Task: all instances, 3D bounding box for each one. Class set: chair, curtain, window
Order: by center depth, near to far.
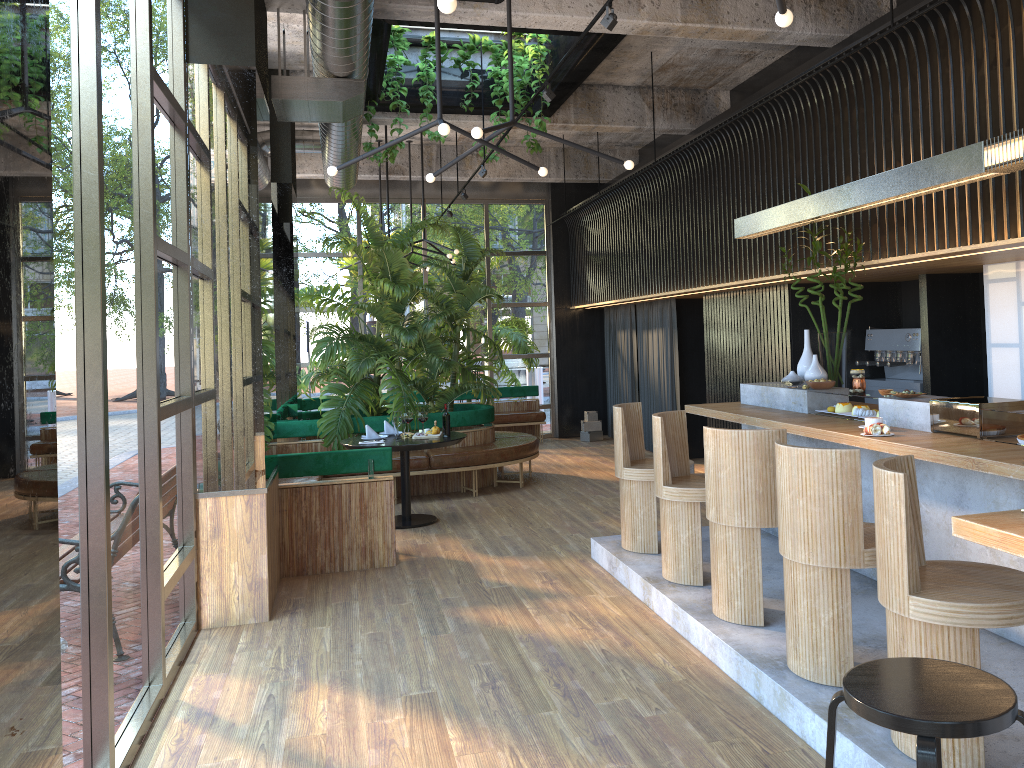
[{"bbox_3d":[1.057,1.111,2.229,0.530,0.696,0.499,-2,0,-17],"label":"chair"},{"bbox_3d":[1.563,0.766,3.096,0.523,0.969,0.571,-2,0,34],"label":"chair"},{"bbox_3d":[1.434,0.731,3.840,0.522,0.969,0.573,-2,0,37],"label":"chair"},{"bbox_3d":[0.356,-1.851,3.911,4.241,6.489,19.902,-2,3,-11],"label":"window"},{"bbox_3d":[1.287,0.695,4.624,0.539,0.969,0.555,-2,0,11],"label":"chair"},{"bbox_3d":[1.132,0.662,5.341,0.574,0.969,0.521,-2,0,-38],"label":"chair"},{"bbox_3d":[0.984,0.626,6.120,0.551,0.969,0.543,-2,0,-3],"label":"chair"},{"bbox_3d":[1.765,-0.139,12.486,0.124,2.057,3.200,-2,2,-11],"label":"curtain"}]

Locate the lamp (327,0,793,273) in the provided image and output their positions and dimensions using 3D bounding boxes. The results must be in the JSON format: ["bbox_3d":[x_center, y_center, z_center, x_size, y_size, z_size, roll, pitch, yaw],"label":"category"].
[{"bbox_3d":[1.603,-2.203,4.513,5.210,1.822,18.476,-2,3,-11],"label":"lamp"}]

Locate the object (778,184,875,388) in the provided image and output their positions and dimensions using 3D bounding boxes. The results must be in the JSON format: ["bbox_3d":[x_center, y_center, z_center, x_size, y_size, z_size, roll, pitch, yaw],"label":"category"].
[{"bbox_3d":[2.192,-0.610,6.159,0.649,1.549,0.606,-2,-1,25],"label":"object"}]

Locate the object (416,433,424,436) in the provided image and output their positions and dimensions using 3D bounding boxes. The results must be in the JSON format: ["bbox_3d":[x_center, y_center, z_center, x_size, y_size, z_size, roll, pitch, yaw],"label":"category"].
[{"bbox_3d":[-0.812,0.447,7.949,0.104,0.013,0.218,-2,3,-7],"label":"object"}]

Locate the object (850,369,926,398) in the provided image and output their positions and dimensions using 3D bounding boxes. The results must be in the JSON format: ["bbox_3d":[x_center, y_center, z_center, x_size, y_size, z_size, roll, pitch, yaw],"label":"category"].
[{"bbox_3d":[2.160,-0.005,5.273,0.214,0.134,0.793,-2,3,-4],"label":"object"}]

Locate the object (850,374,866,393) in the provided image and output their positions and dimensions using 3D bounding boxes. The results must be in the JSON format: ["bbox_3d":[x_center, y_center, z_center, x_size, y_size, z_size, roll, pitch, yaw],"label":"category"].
[{"bbox_3d":[2.149,-0.005,5.528,0.086,0.106,0.160,-2,2,34],"label":"object"}]

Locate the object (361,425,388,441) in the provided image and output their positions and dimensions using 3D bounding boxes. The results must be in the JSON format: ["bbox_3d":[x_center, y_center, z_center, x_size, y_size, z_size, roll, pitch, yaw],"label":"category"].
[{"bbox_3d":[-1.221,0.427,7.870,0.243,0.139,0.223,-3,2,-29],"label":"object"}]

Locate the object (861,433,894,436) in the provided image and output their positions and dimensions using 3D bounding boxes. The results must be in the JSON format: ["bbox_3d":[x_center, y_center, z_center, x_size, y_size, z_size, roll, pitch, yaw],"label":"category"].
[{"bbox_3d":[1.873,0.258,4.550,0.168,0.005,0.166,-2,3,-1],"label":"object"}]

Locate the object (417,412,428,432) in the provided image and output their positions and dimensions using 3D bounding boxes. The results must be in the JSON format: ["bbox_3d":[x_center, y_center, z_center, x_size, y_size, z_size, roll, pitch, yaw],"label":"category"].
[{"bbox_3d":[-0.821,0.360,8.184,0.106,0.201,0.098,-2,-1,-24],"label":"object"}]

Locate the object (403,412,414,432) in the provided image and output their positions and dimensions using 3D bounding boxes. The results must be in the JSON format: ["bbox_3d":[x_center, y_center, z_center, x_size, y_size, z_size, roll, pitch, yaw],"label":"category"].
[{"bbox_3d":[-0.957,0.365,8.190,0.106,0.201,0.098,-2,-1,-24],"label":"object"}]

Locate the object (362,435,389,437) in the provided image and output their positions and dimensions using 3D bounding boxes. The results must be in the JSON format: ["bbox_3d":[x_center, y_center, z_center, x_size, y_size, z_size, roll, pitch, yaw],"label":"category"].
[{"bbox_3d":[-1.265,0.470,8.109,0.243,0.019,0.165,0,4,37],"label":"object"}]

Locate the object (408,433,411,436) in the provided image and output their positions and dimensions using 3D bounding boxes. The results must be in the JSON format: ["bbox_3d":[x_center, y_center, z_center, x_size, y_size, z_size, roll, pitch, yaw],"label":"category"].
[{"bbox_3d":[-0.917,0.458,8.000,0.033,0.032,0.036,-2,1,-15],"label":"object"}]

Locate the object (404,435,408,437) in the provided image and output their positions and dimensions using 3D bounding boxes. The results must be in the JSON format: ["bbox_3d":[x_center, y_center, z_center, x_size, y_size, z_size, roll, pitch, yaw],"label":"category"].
[{"bbox_3d":[-0.952,0.467,7.962,0.033,0.019,0.037,-2,2,0],"label":"object"}]

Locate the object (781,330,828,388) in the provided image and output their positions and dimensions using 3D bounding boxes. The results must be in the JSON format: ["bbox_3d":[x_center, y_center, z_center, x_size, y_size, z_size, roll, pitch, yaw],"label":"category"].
[{"bbox_3d":[2.038,-0.175,6.121,0.305,0.397,0.331,-2,0,36],"label":"object"}]

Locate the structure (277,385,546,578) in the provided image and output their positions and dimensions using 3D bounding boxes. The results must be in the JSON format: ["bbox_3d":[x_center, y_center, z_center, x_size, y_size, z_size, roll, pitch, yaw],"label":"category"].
[{"bbox_3d":[1.532,0.571,4.166,6.178,1.548,19.660,-3,3,-11],"label":"structure"}]

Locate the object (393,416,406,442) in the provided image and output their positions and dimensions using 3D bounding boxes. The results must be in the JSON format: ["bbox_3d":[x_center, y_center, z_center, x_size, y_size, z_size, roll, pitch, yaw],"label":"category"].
[{"bbox_3d":[-0.972,0.389,7.668,0.102,0.209,0.109,-2,0,22],"label":"object"}]

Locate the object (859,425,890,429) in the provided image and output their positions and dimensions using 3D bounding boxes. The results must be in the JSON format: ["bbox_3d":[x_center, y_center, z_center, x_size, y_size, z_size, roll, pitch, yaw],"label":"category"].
[{"bbox_3d":[1.943,0.238,4.762,0.165,0.020,0.156,-3,3,-16],"label":"object"}]

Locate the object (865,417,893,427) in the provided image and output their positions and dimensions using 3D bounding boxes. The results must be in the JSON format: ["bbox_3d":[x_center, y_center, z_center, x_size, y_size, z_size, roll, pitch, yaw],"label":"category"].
[{"bbox_3d":[1.963,0.208,4.767,0.138,0.064,0.106,-3,2,-34],"label":"object"}]

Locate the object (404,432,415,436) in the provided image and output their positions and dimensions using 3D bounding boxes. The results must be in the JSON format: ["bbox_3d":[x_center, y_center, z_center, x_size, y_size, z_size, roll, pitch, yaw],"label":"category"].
[{"bbox_3d":[-0.934,0.457,8.060,0.099,0.028,0.127,-2,3,2],"label":"object"}]

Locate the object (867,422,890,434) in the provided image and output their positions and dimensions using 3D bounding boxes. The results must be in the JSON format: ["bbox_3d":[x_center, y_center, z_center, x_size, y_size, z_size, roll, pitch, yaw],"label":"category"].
[{"bbox_3d":[1.886,0.228,4.559,0.073,0.060,0.125,-3,2,-44],"label":"object"}]

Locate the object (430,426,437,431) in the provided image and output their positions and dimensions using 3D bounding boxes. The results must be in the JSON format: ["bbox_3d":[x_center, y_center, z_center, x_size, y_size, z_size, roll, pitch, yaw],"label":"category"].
[{"bbox_3d":[-0.717,0.422,8.176,0.060,0.072,0.204,-2,2,-21],"label":"object"}]

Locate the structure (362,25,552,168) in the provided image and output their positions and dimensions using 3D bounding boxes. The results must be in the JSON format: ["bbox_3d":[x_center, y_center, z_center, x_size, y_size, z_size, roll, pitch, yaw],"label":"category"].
[{"bbox_3d":[-0.433,-2.932,9.051,2.122,1.516,1.446,-2,1,15],"label":"structure"}]

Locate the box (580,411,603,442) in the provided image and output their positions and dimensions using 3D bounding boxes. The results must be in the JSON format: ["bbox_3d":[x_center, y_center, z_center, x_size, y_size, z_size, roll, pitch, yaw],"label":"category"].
[{"bbox_3d":[1.206,0.637,13.495,0.344,0.442,0.270,-2,0,-24],"label":"box"}]

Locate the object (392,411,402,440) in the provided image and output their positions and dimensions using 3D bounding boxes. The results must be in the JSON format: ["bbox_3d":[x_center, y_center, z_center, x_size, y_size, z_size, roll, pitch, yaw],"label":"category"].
[{"bbox_3d":[-1.011,0.363,7.828,0.097,0.245,0.088,-1,-1,-30],"label":"object"}]

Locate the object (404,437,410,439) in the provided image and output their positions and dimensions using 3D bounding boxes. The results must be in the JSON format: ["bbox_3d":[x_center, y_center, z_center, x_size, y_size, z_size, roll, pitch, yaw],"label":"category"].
[{"bbox_3d":[-0.930,0.475,7.864,0.063,0.013,0.144,-3,3,-17],"label":"object"}]

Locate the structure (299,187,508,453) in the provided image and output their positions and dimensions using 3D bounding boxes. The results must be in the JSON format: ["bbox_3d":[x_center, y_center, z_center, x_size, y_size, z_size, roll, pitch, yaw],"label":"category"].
[{"bbox_3d":[-1.258,-0.540,10.218,2.531,3.436,2.563,-2,0,-28],"label":"structure"}]

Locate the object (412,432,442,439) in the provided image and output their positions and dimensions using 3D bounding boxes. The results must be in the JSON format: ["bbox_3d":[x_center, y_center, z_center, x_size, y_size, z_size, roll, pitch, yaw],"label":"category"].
[{"bbox_3d":[-0.756,0.460,7.967,0.241,0.019,0.351,-2,3,-2],"label":"object"}]

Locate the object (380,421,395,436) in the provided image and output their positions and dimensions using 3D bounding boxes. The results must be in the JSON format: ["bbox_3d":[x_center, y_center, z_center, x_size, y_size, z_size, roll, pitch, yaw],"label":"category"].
[{"bbox_3d":[-1.111,0.404,8.229,0.243,0.139,0.223,-3,2,-29],"label":"object"}]

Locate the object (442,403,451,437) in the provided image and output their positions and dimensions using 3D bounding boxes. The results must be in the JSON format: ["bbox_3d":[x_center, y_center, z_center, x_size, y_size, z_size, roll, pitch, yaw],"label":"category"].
[{"bbox_3d":[-0.583,0.319,7.880,0.068,0.299,0.068,-2,-1,3],"label":"object"}]

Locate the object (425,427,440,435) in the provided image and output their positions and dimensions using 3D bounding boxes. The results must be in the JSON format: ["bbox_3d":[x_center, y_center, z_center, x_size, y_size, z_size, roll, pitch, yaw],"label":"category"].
[{"bbox_3d":[-0.710,0.416,7.976,0.100,0.064,0.161,-4,3,-42],"label":"object"}]

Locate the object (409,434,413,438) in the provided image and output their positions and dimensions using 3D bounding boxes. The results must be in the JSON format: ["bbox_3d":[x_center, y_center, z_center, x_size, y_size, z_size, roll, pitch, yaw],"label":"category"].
[{"bbox_3d":[-0.901,0.462,7.913,0.033,0.031,0.039,-2,1,12],"label":"object"}]

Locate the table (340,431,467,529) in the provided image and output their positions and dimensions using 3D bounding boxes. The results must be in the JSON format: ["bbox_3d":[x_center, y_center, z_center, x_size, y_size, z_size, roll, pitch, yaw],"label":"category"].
[{"bbox_3d":[-0.946,0.856,7.893,1.154,0.750,1.047,-4,2,-44],"label":"table"}]

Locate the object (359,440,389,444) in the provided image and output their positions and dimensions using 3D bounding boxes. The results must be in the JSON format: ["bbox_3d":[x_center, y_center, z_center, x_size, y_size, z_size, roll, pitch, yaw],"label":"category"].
[{"bbox_3d":[-1.183,0.494,7.618,0.261,0.019,0.154,-3,3,-14],"label":"object"}]

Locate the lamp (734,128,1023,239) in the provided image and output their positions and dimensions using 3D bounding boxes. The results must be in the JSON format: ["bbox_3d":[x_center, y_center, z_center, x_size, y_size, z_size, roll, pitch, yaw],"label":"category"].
[{"bbox_3d":[3.573,-2.101,4.069,5.129,2.131,6.549,-3,3,-18],"label":"lamp"}]

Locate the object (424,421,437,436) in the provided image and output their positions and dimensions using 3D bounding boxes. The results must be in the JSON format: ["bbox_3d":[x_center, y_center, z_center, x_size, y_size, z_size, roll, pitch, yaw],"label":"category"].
[{"bbox_3d":[-0.722,0.392,7.882,0.145,0.124,0.096,-3,1,-32],"label":"object"}]

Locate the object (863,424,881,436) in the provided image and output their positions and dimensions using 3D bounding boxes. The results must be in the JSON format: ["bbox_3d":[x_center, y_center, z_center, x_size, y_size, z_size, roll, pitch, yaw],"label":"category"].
[{"bbox_3d":[1.837,0.231,4.530,0.062,0.059,0.072,-2,1,-22],"label":"object"}]

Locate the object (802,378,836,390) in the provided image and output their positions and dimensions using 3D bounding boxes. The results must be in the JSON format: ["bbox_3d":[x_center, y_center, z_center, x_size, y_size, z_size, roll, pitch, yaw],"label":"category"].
[{"bbox_3d":[2.021,-0.001,5.866,0.193,0.073,0.228,-2,3,7],"label":"object"}]

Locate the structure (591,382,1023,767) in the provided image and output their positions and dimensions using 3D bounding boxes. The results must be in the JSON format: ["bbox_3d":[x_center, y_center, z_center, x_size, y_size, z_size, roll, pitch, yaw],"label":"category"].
[{"bbox_3d":[4.058,0.402,3.971,5.989,1.729,6.964,-3,3,-13],"label":"structure"}]

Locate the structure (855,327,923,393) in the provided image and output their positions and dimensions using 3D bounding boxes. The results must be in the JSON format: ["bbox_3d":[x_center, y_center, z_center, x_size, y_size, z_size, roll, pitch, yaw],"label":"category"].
[{"bbox_3d":[3.524,0.271,7.974,0.563,1.594,0.819,-2,0,-12],"label":"structure"}]

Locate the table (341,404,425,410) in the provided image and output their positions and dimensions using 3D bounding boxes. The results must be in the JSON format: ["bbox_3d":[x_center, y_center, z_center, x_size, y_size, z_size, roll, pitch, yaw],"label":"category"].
[{"bbox_3d":[-1.673,0.680,11.687,1.150,0.750,1.050,-3,2,-33],"label":"table"}]

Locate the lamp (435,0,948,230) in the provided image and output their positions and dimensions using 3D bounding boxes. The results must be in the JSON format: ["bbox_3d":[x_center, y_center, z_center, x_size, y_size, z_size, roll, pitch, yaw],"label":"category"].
[{"bbox_3d":[-0.183,-2.505,8.370,3.888,1.530,9.789,-3,3,-14],"label":"lamp"}]

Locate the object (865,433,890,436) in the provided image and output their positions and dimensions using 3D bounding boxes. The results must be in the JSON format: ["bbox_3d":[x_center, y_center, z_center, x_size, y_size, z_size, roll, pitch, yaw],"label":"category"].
[{"bbox_3d":[1.873,0.256,4.546,0.118,0.005,0.125,0,3,26],"label":"object"}]

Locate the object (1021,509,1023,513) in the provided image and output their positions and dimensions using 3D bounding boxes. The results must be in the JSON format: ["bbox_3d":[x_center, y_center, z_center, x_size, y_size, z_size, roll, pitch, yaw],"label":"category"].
[{"bbox_3d":[1.531,0.364,2.550,0.030,0.027,0.130,-3,3,-35],"label":"object"}]

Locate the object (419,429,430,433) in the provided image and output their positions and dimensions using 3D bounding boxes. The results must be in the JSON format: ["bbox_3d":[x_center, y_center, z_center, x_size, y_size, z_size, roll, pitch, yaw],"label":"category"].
[{"bbox_3d":[-0.757,0.427,8.066,0.196,0.038,0.063,-1,2,20],"label":"object"}]
